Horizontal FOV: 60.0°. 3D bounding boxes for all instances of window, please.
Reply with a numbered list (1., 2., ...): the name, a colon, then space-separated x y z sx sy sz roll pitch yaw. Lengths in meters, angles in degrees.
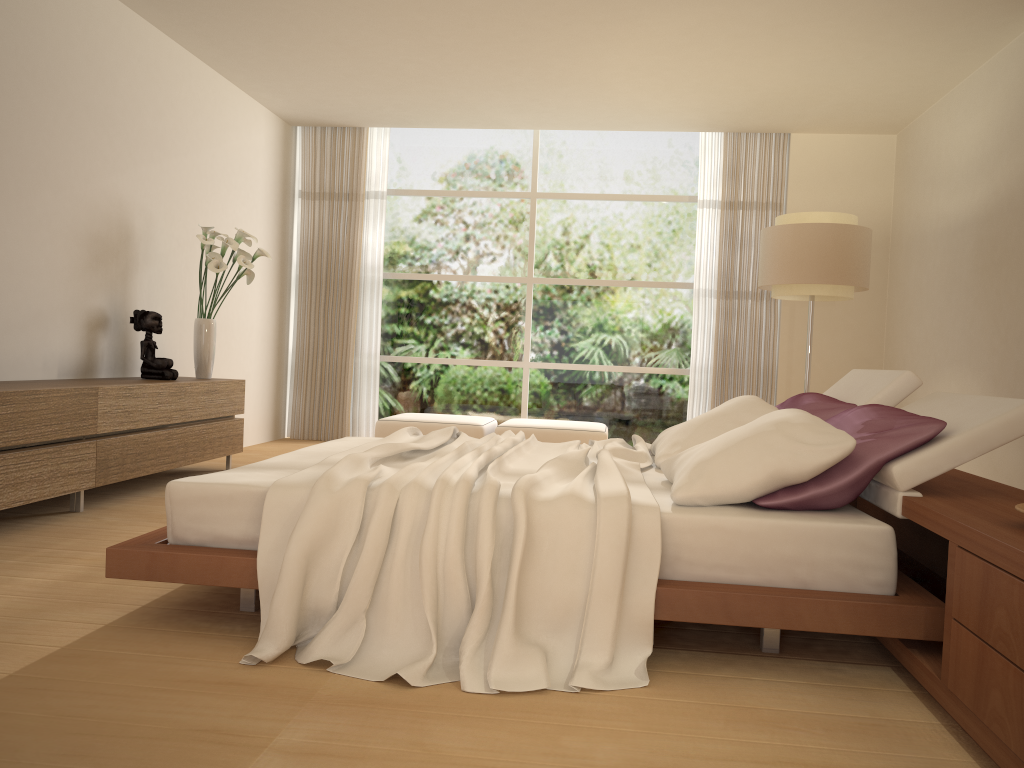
1. window: 0.180 -1.033 8.857 4.781 3.371 0.071 3 2 7

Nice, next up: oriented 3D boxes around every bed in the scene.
1. bed: 0.100 0.519 3.644 2.535 0.570 2.599 3 2 7

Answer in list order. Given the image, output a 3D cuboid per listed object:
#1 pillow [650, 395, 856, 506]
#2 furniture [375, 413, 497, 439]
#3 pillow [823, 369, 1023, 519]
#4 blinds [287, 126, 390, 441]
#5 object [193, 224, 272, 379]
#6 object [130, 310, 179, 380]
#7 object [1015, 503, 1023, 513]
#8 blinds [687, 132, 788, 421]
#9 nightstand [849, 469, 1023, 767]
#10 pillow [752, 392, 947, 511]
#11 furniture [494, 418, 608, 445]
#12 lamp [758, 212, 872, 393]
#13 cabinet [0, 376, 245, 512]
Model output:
1. pillow: 0.874 0.229 3.589 0.561 0.339 1.720 3 2 7
2. furniture: -0.660 0.468 8.016 0.965 0.346 0.964 3 2 7
3. pillow: 1.474 0.170 3.534 0.461 0.457 1.779 3 2 6
4. blinds: -1.739 -1.107 8.819 0.950 3.352 0.211 3 2 5
5. object: -2.018 -0.574 6.252 0.515 1.085 0.608 1 2 -35
6. object: -2.330 -0.256 5.799 0.282 0.453 0.181 3 2 7
7. object: 1.395 0.338 2.122 0.337 0.053 0.337 3 2 20
8. blinds: 2.109 -0.925 8.326 0.814 3.351 0.202 3 2 6
9. nightstand: 1.513 0.598 3.538 0.493 0.539 4.220 3 2 7
10. pillow: 1.144 0.227 3.564 0.575 0.369 1.683 3 2 7
11. furniture: 0.368 0.516 7.898 0.965 0.346 0.964 3 2 7
12. lamp: 2.174 -0.200 6.491 0.817 2.018 0.817 1 2 -40
13. cabinet: -2.463 0.330 4.668 0.588 0.662 3.713 3 2 7
